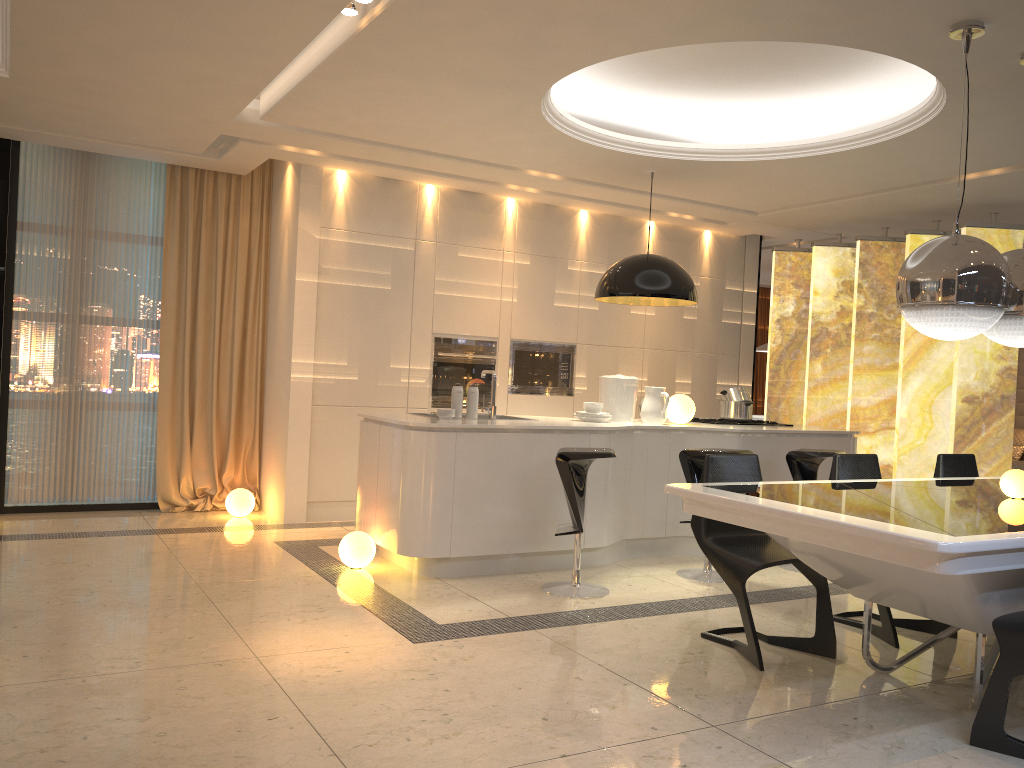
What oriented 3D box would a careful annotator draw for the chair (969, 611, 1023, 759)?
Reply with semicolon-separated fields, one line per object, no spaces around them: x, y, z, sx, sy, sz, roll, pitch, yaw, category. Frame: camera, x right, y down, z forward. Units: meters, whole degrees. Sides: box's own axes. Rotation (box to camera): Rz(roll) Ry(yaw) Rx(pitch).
1.900;0.820;2.920;0.523;0.858;0.496;3;1;-30;chair

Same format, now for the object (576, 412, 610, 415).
0.547;0.205;6.011;0.229;0.016;0.229;3;1;0;object

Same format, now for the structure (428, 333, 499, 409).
-0.502;-0.105;7.392;0.609;0.597;0.595;3;1;-30;structure

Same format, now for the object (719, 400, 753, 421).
1.745;0.207;6.916;0.253;0.147;0.266;3;1;13;object

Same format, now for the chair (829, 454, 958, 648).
1.888;0.801;4.440;0.523;0.858;0.496;3;1;-30;chair

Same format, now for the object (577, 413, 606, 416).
0.547;0.210;6.011;0.229;0.016;0.229;3;1;0;object

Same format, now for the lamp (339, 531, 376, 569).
-0.906;0.970;5.189;0.212;0.214;0.213;3;1;21;lamp

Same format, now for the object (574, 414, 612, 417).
0.547;0.226;6.011;0.264;0.033;0.264;3;1;29;object

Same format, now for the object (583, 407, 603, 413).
0.549;0.181;6.011;0.138;0.051;0.138;3;1;18;object

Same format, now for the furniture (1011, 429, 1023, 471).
6.158;0.969;10.750;1.107;0.810;1.312;3;1;-30;furniture

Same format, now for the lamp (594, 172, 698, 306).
0.949;-1.020;6.144;0.710;0.898;0.710;3;1;-19;lamp

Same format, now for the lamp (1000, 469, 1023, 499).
2.166;0.429;3.808;0.125;0.125;0.125;3;1;21;lamp

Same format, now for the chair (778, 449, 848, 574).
1.965;0.822;5.828;0.380;0.789;0.380;3;1;28;chair

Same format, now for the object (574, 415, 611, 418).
0.546;0.232;6.012;0.264;0.033;0.264;3;1;29;object

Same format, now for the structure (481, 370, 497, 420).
-0.175;0.067;5.601;0.089;0.310;0.177;3;1;-30;structure

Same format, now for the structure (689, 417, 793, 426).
1.727;0.292;6.940;0.811;0.026;0.502;3;1;-30;structure

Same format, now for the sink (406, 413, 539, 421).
-0.267;0.287;5.798;0.738;0.152;0.485;3;1;-30;sink

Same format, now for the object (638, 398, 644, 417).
1.021;0.187;6.432;0.211;0.174;0.211;3;1;17;object

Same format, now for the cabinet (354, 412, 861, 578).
0.805;0.710;6.201;3.752;0.887;1.046;3;1;-30;cabinet

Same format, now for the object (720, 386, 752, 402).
1.743;0.121;6.920;0.256;0.212;0.249;3;1;6;object

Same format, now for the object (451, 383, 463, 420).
-0.336;0.106;5.422;0.071;0.219;0.071;2;1;-39;object

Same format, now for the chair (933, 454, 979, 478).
2.624;0.834;4.862;0.523;0.858;0.496;3;1;-30;chair

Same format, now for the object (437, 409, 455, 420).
-0.398;0.183;5.354;0.111;0.062;0.111;3;1;-9;object

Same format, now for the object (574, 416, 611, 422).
0.546;0.238;6.012;0.264;0.033;0.264;3;1;29;object

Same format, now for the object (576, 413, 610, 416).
0.546;0.215;6.011;0.229;0.016;0.229;3;1;0;object

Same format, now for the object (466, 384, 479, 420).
-0.243;0.111;5.475;0.071;0.219;0.071;3;1;37;object

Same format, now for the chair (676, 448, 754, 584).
1.222;0.789;5.449;0.380;0.789;0.380;4;1;43;chair

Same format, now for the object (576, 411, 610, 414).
0.547;0.201;6.011;0.229;0.016;0.229;3;1;0;object

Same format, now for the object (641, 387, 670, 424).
1.002;0.149;6.156;0.211;0.254;0.183;3;1;22;object

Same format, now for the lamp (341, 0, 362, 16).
-0.684;-1.622;3.739;0.107;0.127;0.107;4;1;41;lamp

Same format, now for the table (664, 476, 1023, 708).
2.220;0.874;3.866;3.031;0.759;1.293;3;1;-30;table

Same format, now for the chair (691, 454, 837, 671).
1.136;0.767;4.010;0.523;0.858;0.496;3;1;-30;chair

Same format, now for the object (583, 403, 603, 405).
0.550;0.158;6.011;0.138;0.051;0.138;3;1;18;object

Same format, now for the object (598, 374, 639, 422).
0.748;0.098;6.269;0.288;0.330;0.288;3;1;-12;object

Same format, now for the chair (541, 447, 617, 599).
0.372;0.751;4.916;0.380;0.789;0.380;3;1;3;chair

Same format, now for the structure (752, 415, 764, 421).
3.520;0.833;10.347;1.659;0.812;2.912;3;1;-30;structure

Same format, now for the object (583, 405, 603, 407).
0.549;0.170;6.011;0.138;0.051;0.138;3;1;18;object

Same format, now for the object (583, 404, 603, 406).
0.550;0.164;6.011;0.138;0.051;0.138;3;1;18;object

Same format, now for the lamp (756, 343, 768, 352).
3.621;-0.857;10.337;0.939;0.995;1.578;3;1;-30;lamp

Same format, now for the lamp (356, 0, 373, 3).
-0.601;-1.616;3.599;0.107;0.127;0.107;4;1;41;lamp

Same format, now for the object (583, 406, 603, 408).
0.549;0.175;6.011;0.138;0.051;0.138;3;1;18;object

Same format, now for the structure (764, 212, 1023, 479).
3.040;-0.024;7.387;0.448;2.555;2.180;3;1;-30;structure

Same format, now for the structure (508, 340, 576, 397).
0.153;-0.135;7.751;0.659;0.450;0.446;3;1;-30;structure

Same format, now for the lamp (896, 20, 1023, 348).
2.355;-0.754;3.809;1.827;1.226;0.408;3;1;-30;lamp

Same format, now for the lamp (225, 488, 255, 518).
-2.046;0.893;6.676;0.212;0.214;0.213;3;1;21;lamp

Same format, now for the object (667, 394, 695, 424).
1.189;0.178;6.282;0.212;0.214;0.213;3;1;21;object

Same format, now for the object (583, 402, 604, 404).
0.550;0.152;6.011;0.138;0.051;0.138;3;1;18;object

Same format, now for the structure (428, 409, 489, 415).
-0.534;0.503;7.400;0.609;0.597;0.595;3;1;-30;structure
